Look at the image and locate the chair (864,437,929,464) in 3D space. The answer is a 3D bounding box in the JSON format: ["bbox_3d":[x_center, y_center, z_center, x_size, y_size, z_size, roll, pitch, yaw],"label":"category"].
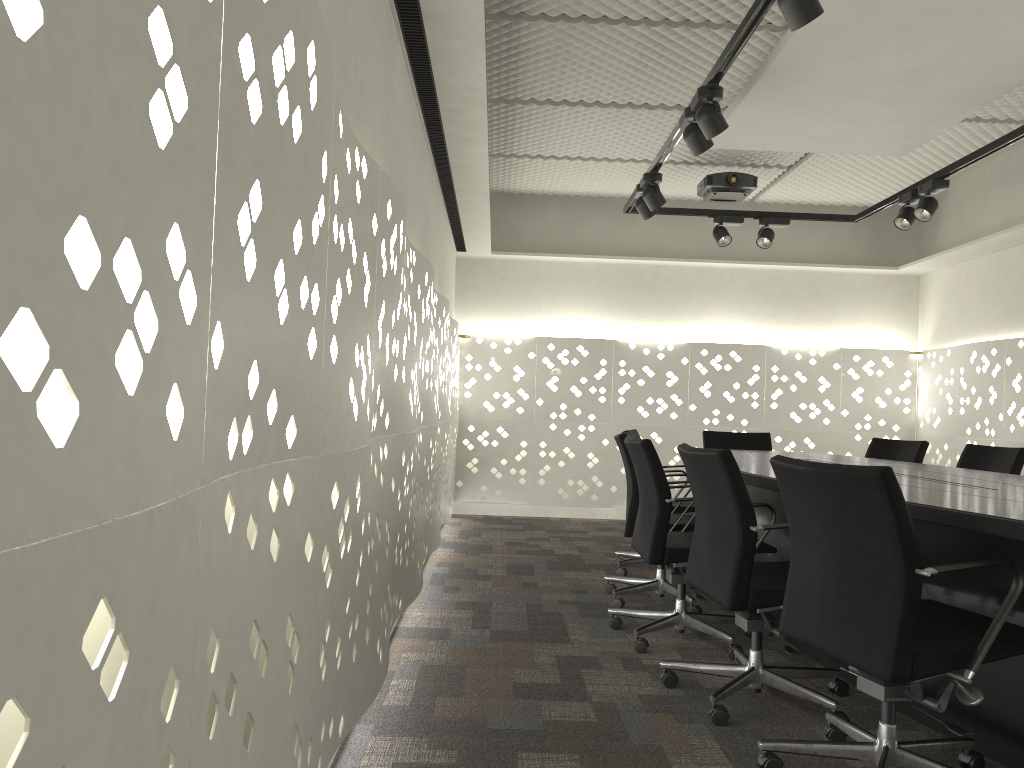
[{"bbox_3d":[1.900,0.668,4.738,0.579,0.757,0.559,2,-2,-11],"label":"chair"}]

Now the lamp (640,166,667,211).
[{"bbox_3d":[0.727,-0.990,4.537,0.126,0.224,0.213,2,-2,2],"label":"lamp"}]

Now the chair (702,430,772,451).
[{"bbox_3d":[1.377,0.662,5.203,0.559,0.757,0.579,2,-2,4],"label":"chair"}]

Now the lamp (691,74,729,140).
[{"bbox_3d":[0.749,-1.023,3.331,0.126,0.224,0.213,2,-2,2],"label":"lamp"}]

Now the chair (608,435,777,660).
[{"bbox_3d":[0.669,0.587,3.373,0.579,0.757,0.559,2,-2,4],"label":"chair"}]

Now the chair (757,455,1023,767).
[{"bbox_3d":[0.898,0.560,2.085,0.579,0.757,0.559,2,-2,-11],"label":"chair"}]

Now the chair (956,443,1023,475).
[{"bbox_3d":[2.029,0.654,4.065,0.579,0.757,0.559,2,-2,-1],"label":"chair"}]

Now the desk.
[{"bbox_3d":[1.383,0.664,3.420,1.223,0.658,3.364,2,-2,-1],"label":"desk"}]

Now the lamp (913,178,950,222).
[{"bbox_3d":[2.117,-0.942,4.513,0.126,0.224,0.213,2,-2,2],"label":"lamp"}]

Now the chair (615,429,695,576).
[{"bbox_3d":[0.827,0.630,4.736,0.579,0.757,0.559,2,-2,19],"label":"chair"}]

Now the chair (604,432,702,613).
[{"bbox_3d":[0.704,0.605,4.010,0.579,0.757,0.559,2,-2,14],"label":"chair"}]

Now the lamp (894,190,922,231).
[{"bbox_3d":[2.113,-0.936,4.736,0.126,0.224,0.213,2,-2,2],"label":"lamp"}]

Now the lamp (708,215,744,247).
[{"bbox_3d":[1.304,-0.946,5.409,0.213,0.224,0.126,2,-2,2],"label":"lamp"}]

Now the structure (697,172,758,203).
[{"bbox_3d":[1.389,-1.272,5.745,0.327,0.144,0.371,2,-2,-1],"label":"structure"}]

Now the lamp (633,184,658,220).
[{"bbox_3d":[0.722,-0.984,4.761,0.126,0.224,0.213,2,-2,2],"label":"lamp"}]

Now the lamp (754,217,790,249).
[{"bbox_3d":[1.588,-0.935,5.423,0.214,0.224,0.118,2,-2,-12],"label":"lamp"}]

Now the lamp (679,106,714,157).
[{"bbox_3d":[0.745,-1.017,3.554,0.126,0.224,0.213,2,-2,2],"label":"lamp"}]

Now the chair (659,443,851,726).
[{"bbox_3d":[0.762,0.571,2.685,0.579,0.757,0.559,2,-2,-1],"label":"chair"}]

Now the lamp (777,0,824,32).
[{"bbox_3d":[0.767,-1.048,2.373,0.126,0.224,0.213,2,-2,2],"label":"lamp"}]
